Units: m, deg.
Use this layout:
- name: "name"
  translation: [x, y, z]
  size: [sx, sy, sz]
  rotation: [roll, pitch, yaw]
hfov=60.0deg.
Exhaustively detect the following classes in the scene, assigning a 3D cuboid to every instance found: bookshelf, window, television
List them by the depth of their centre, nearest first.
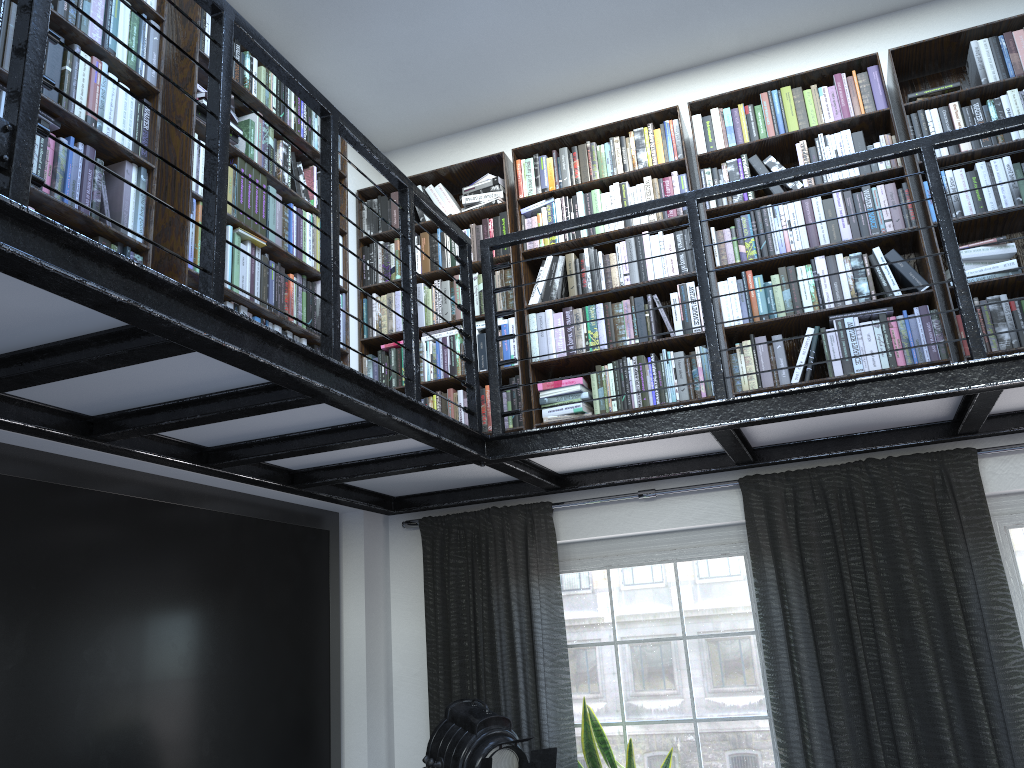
- name: "television"
  translation: [-1.325, 1.378, 2.390]
  size: [0.116, 2.455, 3.321]
  rotation: [-11, -18, 19]
- name: "bookshelf"
  translation: [0.856, -0.940, 2.706]
  size: [4.466, 1.635, 3.060]
  rotation: [-10, -18, 19]
- name: "window"
  translation: [2.515, 1.149, 3.264]
  size: [1.164, 1.624, 0.132]
  rotation: [-10, -19, 18]
- name: "window"
  translation: [0.645, 1.477, 3.898]
  size: [1.164, 1.624, 0.132]
  rotation: [-10, -19, 18]

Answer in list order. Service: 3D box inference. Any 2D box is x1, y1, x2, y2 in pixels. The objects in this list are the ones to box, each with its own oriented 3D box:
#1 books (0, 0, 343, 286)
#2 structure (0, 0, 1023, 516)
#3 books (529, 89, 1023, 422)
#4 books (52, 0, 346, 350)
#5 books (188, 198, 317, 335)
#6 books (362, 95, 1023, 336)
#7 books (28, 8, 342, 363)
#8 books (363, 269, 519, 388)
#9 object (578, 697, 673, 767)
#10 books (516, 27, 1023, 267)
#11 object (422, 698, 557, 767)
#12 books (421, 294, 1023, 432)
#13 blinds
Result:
- name: "books"
  translation: [-1.249, -0.780, 3.004]
  size: [0.314, 1.439, 2.186]
  rotation: [-11, -18, 19]
- name: "structure"
  translation: [0.698, 0.471, 1.496]
  size: [4.479, 3.393, 4.573]
  rotation: [-10, -18, 19]
- name: "books"
  translation: [1.693, -0.596, 3.800]
  size: [3.384, 1.135, 0.238]
  rotation: [-10, -19, 18]
- name: "books"
  translation: [0.819, -0.904, 2.593]
  size: [4.326, 1.153, 1.583]
  rotation: [-10, -18, 18]
- name: "books"
  translation: [0.919, -0.979, 2.838]
  size: [4.374, 1.421, 1.159]
  rotation: [-10, -19, 18]
- name: "books"
  translation: [1.328, -0.672, 3.948]
  size: [4.432, 1.413, 0.240]
  rotation: [-10, -19, 19]
- name: "books"
  translation: [0.712, -1.105, 2.362]
  size: [4.368, 1.425, 2.184]
  rotation: [-10, -18, 18]
- name: "books"
  translation: [1.330, -0.682, 3.955]
  size: [4.426, 1.428, 0.225]
  rotation: [-10, -19, 18]
- name: "object"
  translation: [0.335, 1.771, 3.648]
  size: [0.551, 0.950, 0.522]
  rotation: [-14, -21, 29]
- name: "books"
  translation: [1.309, -0.953, 4.055]
  size: [2.631, 0.837, 0.211]
  rotation: [-10, -19, 18]
- name: "object"
  translation: [1.006, 1.875, 3.130]
  size: [2.905, 1.597, 0.745]
  rotation: [-5, -18, 3]
- name: "books"
  translation: [1.142, -0.800, 3.526]
  size: [4.425, 1.446, 1.274]
  rotation: [-10, -19, 20]
- name: "blinds"
  translation: [0.780, 1.585, 3.577]
  size: [2.503, 2.413, 0.124]
  rotation: [-10, -19, 18]
